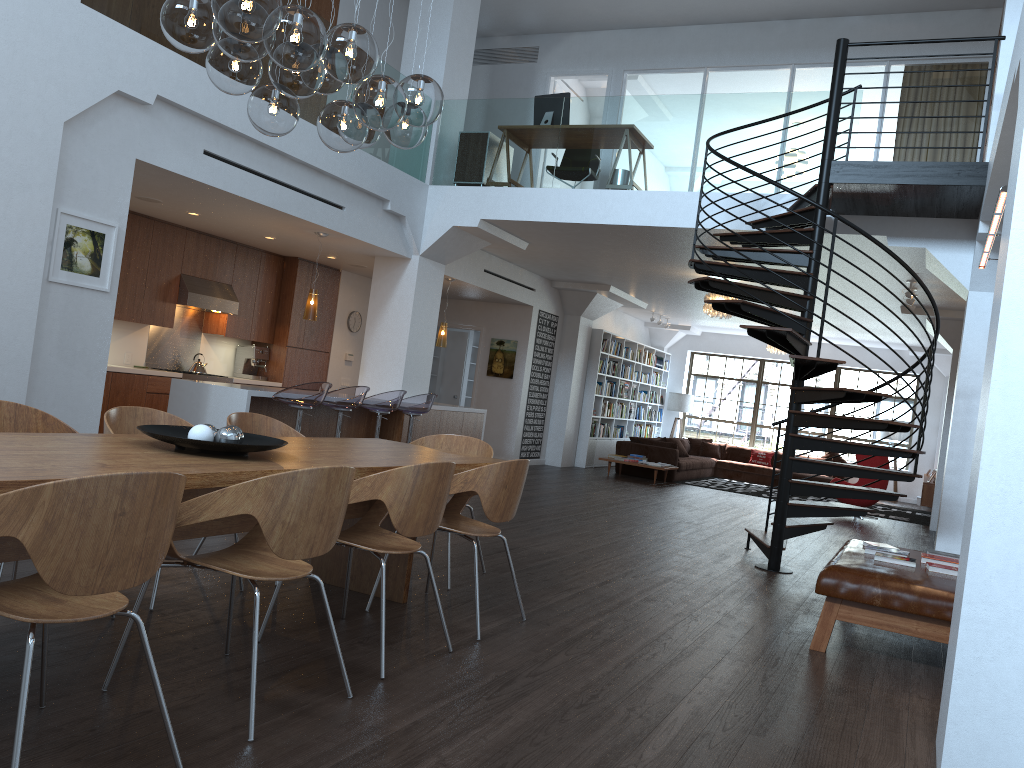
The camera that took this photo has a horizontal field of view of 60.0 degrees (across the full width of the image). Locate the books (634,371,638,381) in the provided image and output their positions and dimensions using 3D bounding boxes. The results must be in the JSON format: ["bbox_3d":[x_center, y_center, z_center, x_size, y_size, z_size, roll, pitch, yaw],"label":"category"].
[{"bbox_3d":[2.401,-0.153,17.492,0.139,0.191,0.036,7,0,25],"label":"books"}]

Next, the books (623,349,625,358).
[{"bbox_3d":[2.040,-0.577,16.615,0.128,0.178,0.021,7,0,25],"label":"books"}]

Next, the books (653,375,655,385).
[{"bbox_3d":[2.891,-0.111,18.537,0.183,0.253,0.034,7,0,25],"label":"books"}]

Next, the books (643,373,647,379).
[{"bbox_3d":[2.682,-0.116,18.107,0.127,0.200,0.020,7,0,25],"label":"books"}]

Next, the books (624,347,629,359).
[{"bbox_3d":[2.145,-0.588,16.850,0.140,0.231,0.042,7,0,25],"label":"books"}]

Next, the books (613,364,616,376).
[{"bbox_3d":[1.799,-0.260,16.206,0.161,0.223,0.032,7,0,25],"label":"books"}]

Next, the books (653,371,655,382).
[{"bbox_3d":[2.874,-0.133,18.498,0.176,0.290,0.053,7,0,25],"label":"books"}]

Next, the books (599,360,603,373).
[{"bbox_3d":[1.490,-0.310,15.535,0.152,0.232,0.104,7,0,25],"label":"books"}]

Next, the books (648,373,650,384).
[{"bbox_3d":[2.749,-0.119,18.256,0.158,0.226,0.052,7,0,25],"label":"books"}]

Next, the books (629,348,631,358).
[{"bbox_3d":[2.185,-0.582,16.939,0.140,0.231,0.042,7,0,25],"label":"books"}]

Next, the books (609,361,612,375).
[{"bbox_3d":[1.707,-0.292,16.041,0.180,0.259,0.042,7,0,25],"label":"books"}]

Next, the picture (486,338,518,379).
[{"bbox_3d":[-0.157,-0.401,13.921,0.450,0.600,0.030,7,0,25],"label":"picture"}]

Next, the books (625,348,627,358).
[{"bbox_3d":[2.080,-0.583,16.695,0.146,0.202,0.027,7,0,25],"label":"books"}]

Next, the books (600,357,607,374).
[{"bbox_3d":[1.582,-0.326,15.706,0.176,0.290,0.053,7,0,25],"label":"books"}]

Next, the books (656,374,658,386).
[{"bbox_3d":[2.978,-0.098,18.710,0.183,0.253,0.034,7,0,25],"label":"books"}]

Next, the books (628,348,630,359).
[{"bbox_3d":[2.161,-0.583,16.896,0.158,0.226,0.052,7,0,25],"label":"books"}]

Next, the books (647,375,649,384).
[{"bbox_3d":[2.717,-0.106,18.172,0.139,0.191,0.036,7,0,25],"label":"books"}]

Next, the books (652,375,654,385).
[{"bbox_3d":[2.861,-0.101,18.458,0.161,0.223,0.026,7,0,25],"label":"books"}]

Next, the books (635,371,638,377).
[{"bbox_3d":[2.410,-0.157,17.523,0.146,0.202,0.027,7,0,25],"label":"books"}]

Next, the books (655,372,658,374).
[{"bbox_3d":[2.987,-0.116,18.746,0.176,0.290,0.036,7,0,25],"label":"books"}]

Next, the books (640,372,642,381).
[{"bbox_3d":[2.514,-0.141,17.731,0.127,0.200,0.020,7,0,25],"label":"books"}]

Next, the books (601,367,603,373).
[{"bbox_3d":[1.515,-0.311,15.606,0.172,0.239,0.093,7,0,25],"label":"books"}]

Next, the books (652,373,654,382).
[{"bbox_3d":[2.850,-0.116,18.437,0.160,0.250,0.026,7,0,25],"label":"books"}]

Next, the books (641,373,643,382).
[{"bbox_3d":[2.549,-0.132,17.809,0.139,0.191,0.036,7,0,25],"label":"books"}]

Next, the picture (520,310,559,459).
[{"bbox_3d":[0.449,0.031,14.326,0.021,2.380,0.800,7,0,26],"label":"picture"}]

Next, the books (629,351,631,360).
[{"bbox_3d":[2.203,-0.559,16.973,0.139,0.191,0.036,7,0,25],"label":"books"}]

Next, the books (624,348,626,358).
[{"bbox_3d":[2.051,-0.582,16.643,0.139,0.191,0.036,7,0,25],"label":"books"}]

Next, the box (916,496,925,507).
[{"bbox_3d":[7.975,2.280,17.204,0.228,0.165,0.368,7,0,25],"label":"box"}]

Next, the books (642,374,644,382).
[{"bbox_3d":[2.574,-0.118,17.859,0.126,0.173,0.032,7,0,25],"label":"books"}]

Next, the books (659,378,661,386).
[{"bbox_3d":[3.086,-0.071,18.975,0.168,0.231,0.037,7,0,25],"label":"books"}]

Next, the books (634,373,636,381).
[{"bbox_3d":[2.364,-0.147,17.391,0.107,0.167,0.017,7,0,25],"label":"books"}]

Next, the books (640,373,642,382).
[{"bbox_3d":[2.528,-0.140,17.754,0.146,0.202,0.027,7,0,25],"label":"books"}]

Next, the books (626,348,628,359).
[{"bbox_3d":[2.111,-0.578,16.771,0.146,0.202,0.027,7,0,25],"label":"books"}]

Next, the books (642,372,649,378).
[{"bbox_3d":[2.732,-0.124,18.210,0.140,0.231,0.042,7,0,25],"label":"books"}]

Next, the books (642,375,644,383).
[{"bbox_3d":[2.586,-0.115,17.884,0.122,0.169,0.023,7,0,25],"label":"books"}]

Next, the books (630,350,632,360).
[{"bbox_3d":[2.218,-0.559,17.011,0.136,0.196,0.045,7,0,25],"label":"books"}]

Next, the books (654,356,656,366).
[{"bbox_3d":[2.898,-0.472,18.451,0.161,0.223,0.032,7,0,25],"label":"books"}]

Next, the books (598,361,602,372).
[{"bbox_3d":[1.473,-0.306,15.510,0.161,0.218,0.101,7,0,25],"label":"books"}]

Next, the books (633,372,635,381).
[{"bbox_3d":[2.337,-0.150,17.347,0.120,0.167,0.020,7,0,25],"label":"books"}]

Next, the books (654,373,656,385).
[{"bbox_3d":[2.908,-0.109,18.565,0.183,0.253,0.034,7,0,25],"label":"books"}]

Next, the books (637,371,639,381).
[{"bbox_3d":[2.429,-0.154,17.544,0.146,0.202,0.027,7,0,25],"label":"books"}]

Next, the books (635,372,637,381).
[{"bbox_3d":[2.378,-0.147,17.440,0.126,0.173,0.032,7,0,25],"label":"books"}]

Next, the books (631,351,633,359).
[{"bbox_3d":[2.245,-0.546,17.058,0.128,0.178,0.022,7,0,25],"label":"books"}]

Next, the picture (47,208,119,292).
[{"bbox_3d":[-3.037,-0.939,6.293,0.018,0.500,0.500,7,0,25],"label":"picture"}]

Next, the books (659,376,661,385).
[{"bbox_3d":[3.082,-0.067,18.942,0.161,0.223,0.026,7,0,25],"label":"books"}]

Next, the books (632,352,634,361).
[{"bbox_3d":[2.285,-0.537,17.141,0.109,0.171,0.018,7,0,25],"label":"books"}]

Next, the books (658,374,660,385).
[{"bbox_3d":[3.043,-0.088,18.879,0.183,0.253,0.034,7,0,25],"label":"books"}]

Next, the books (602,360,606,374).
[{"bbox_3d":[1.538,-0.309,15.639,0.174,0.242,0.105,7,0,25],"label":"books"}]

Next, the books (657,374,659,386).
[{"bbox_3d":[3.007,-0.097,18.788,0.180,0.259,0.060,7,0,25],"label":"books"}]

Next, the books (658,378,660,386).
[{"bbox_3d":[3.058,-0.079,18.915,0.174,0.240,0.045,7,0,25],"label":"books"}]

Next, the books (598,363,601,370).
[{"bbox_3d":[1.442,-0.292,15.437,0.161,0.182,0.170,7,0,25],"label":"books"}]

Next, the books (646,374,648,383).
[{"bbox_3d":[2.697,-0.112,18.136,0.136,0.196,0.045,7,0,25],"label":"books"}]

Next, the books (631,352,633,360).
[{"bbox_3d":[2.253,-0.545,17.078,0.128,0.178,0.021,7,0,25],"label":"books"}]

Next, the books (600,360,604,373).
[{"bbox_3d":[1.506,-0.310,15.562,0.172,0.235,0.112,7,0,25],"label":"books"}]

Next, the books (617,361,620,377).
[{"bbox_3d":[1.900,-0.279,16.427,0.176,0.291,0.053,7,0,25],"label":"books"}]

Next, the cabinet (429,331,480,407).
[{"bbox_3d":[-1.103,-0.368,15.999,0.527,2.991,2.630,7,0,25],"label":"cabinet"}]

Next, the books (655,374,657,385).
[{"bbox_3d":[2.951,-0.095,18.679,0.174,0.240,0.045,7,0,25],"label":"books"}]

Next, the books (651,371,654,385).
[{"bbox_3d":[2.820,-0.138,18.402,0.198,0.284,0.066,7,0,25],"label":"books"}]

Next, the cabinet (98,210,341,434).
[{"bbox_3d":[-3.911,-0.542,9.979,0.598,2.499,5.299,7,0,25],"label":"cabinet"}]

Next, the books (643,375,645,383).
[{"bbox_3d":[2.619,-0.108,17.949,0.120,0.167,0.020,7,0,25],"label":"books"}]
